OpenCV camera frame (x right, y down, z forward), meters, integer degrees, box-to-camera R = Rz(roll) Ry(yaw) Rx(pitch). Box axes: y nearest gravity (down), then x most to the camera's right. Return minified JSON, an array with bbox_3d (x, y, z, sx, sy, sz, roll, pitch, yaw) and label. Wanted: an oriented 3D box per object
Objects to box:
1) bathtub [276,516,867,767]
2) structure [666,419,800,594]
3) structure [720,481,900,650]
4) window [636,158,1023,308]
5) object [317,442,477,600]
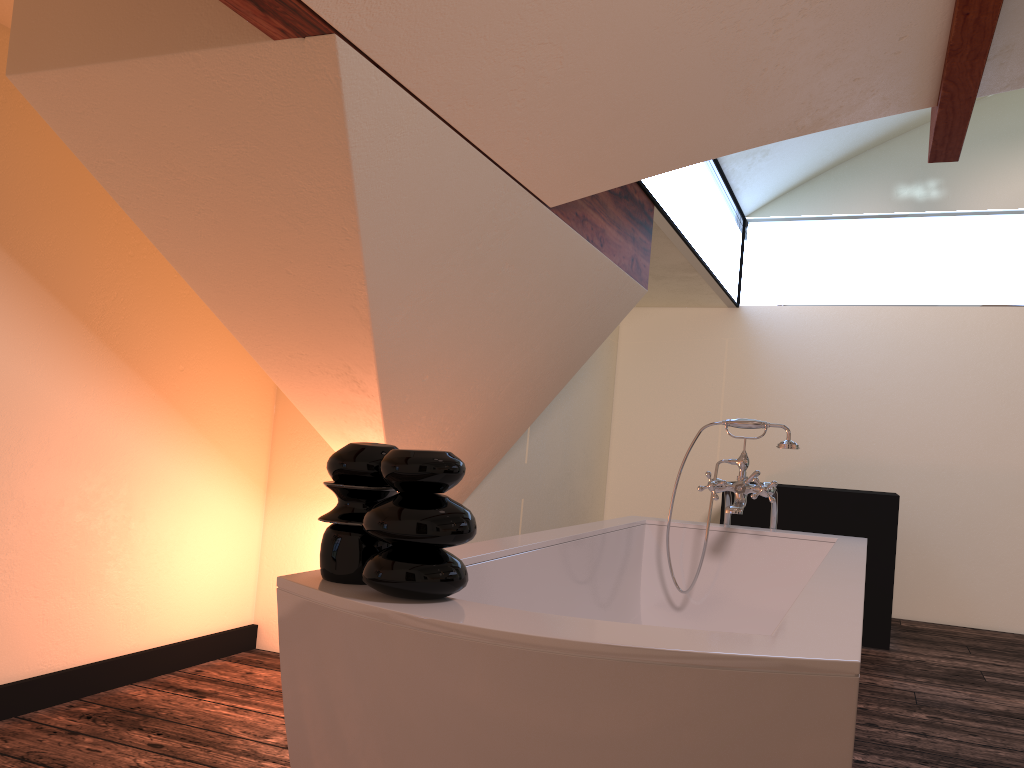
[{"bbox_3d":[0.364,0.778,2.042,0.798,0.692,2.223,3,-5,22],"label":"bathtub"},{"bbox_3d":[0.759,0.694,2.922,0.384,1.118,0.555,3,-3,37],"label":"structure"},{"bbox_3d":[1.646,1.071,4.929,0.868,0.859,0.803,3,-4,22],"label":"structure"},{"bbox_3d":[1.810,-1.033,3.963,2.105,0.675,3.528,3,-5,22],"label":"window"},{"bbox_3d":[-0.164,0.211,1.271,0.156,0.228,0.276,7,-4,-38],"label":"object"}]
